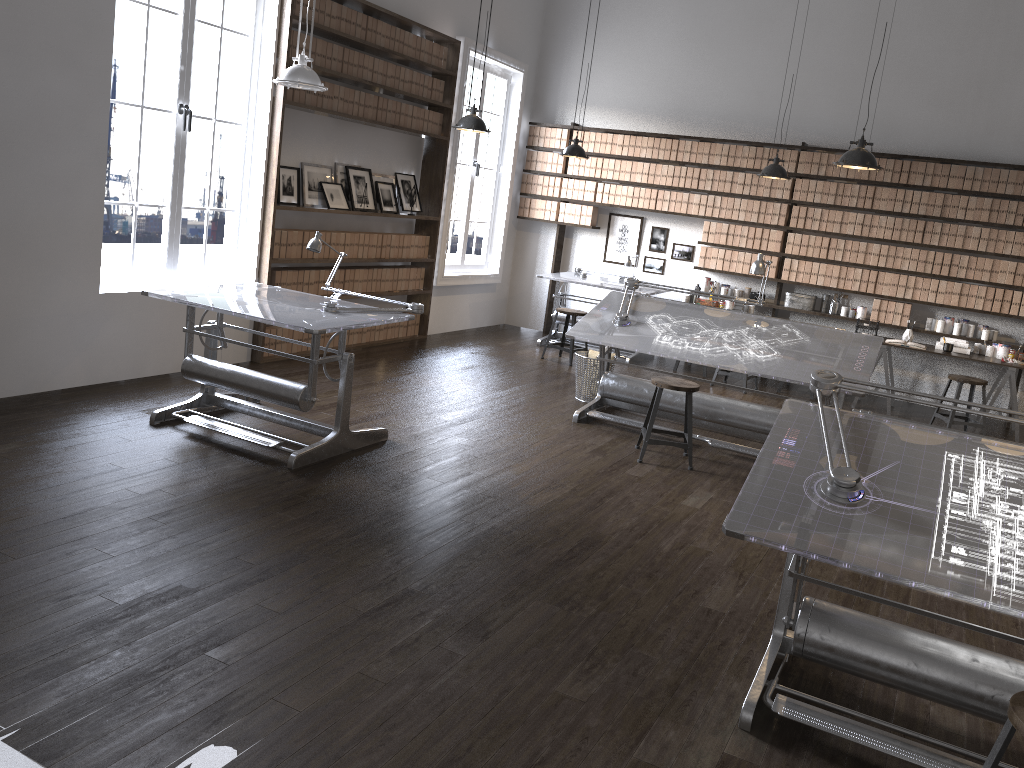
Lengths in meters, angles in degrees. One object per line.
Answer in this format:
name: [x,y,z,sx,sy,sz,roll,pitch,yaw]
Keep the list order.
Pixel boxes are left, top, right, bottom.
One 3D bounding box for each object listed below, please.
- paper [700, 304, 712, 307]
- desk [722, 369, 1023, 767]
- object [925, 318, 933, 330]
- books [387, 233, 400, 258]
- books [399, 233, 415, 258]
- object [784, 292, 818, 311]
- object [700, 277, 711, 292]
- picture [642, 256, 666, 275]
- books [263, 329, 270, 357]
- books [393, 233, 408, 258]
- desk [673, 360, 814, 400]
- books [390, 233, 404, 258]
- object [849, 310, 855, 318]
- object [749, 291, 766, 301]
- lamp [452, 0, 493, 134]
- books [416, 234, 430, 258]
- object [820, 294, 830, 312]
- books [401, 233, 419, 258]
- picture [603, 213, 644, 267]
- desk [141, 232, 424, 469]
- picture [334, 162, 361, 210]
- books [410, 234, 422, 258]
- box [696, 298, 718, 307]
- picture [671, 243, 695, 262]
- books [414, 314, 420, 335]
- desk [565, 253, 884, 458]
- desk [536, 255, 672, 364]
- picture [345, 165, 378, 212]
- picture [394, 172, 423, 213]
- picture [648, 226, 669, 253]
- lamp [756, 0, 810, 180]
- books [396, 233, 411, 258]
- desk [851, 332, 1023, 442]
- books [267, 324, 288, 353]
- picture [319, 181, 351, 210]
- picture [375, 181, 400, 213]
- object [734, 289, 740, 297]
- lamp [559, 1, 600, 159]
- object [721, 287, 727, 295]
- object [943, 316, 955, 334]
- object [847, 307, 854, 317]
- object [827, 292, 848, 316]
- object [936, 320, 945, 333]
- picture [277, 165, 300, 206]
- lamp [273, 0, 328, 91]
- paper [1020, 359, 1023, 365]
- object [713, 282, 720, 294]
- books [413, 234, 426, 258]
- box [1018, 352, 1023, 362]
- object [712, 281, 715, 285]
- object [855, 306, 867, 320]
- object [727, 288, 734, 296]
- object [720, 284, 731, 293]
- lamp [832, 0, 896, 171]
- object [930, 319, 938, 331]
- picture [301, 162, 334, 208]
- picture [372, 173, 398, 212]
paper: [2.007,-0.801,9.245,0.155,0.038,0.138,10,12,11]
desk: [1.814,0.525,2.778,2.077,1.375,1.081,13,11,25]
object: [4.105,-0.589,8.709,0.062,0.118,0.062,3,10,-23]
books: [-1.192,-1.347,8.609,0.175,0.224,0.067,12,10,26]
books: [-1.069,-1.381,8.846,0.175,0.224,0.067,12,10,26]
object: [3.007,-0.862,9.237,0.318,0.151,0.194,13,12,25]
object: [2.094,-1.071,9.609,0.107,0.175,0.108,12,11,27]
picture: [1.614,-1.348,10.064,0.252,0.182,0.023,13,10,25]
books: [-2.066,-0.347,7.215,0.175,0.224,0.067,12,10,25]
books: [-1.124,-1.364,8.729,0.175,0.224,0.067,12,10,25]
desk: [2.459,-0.351,9.107,1.675,0.664,0.658,13,12,25]
books: [-1.160,-1.356,8.672,0.175,0.224,0.067,12,10,26]
object: [3.482,-0.720,9.018,0.062,0.092,0.181,15,14,39]
object: [2.600,-0.927,9.395,0.171,0.108,0.091,13,11,25]
lamp: [-0.174,-3.071,6.742,0.311,2.234,0.315,8,9,5]
books: [-0.943,-1.415,9.086,0.175,0.224,0.067,12,10,26]
object: [3.255,-0.836,9.212,0.079,0.187,0.079,8,9,5]
books: [-1.037,-1.389,8.904,0.175,0.224,0.067,12,10,25]
picture: [1.280,-1.660,10.195,0.417,0.570,0.040,12,10,26]
desk: [-1.301,-0.304,5.267,1.274,1.179,1.176,12,12,25]
picture: [-1.474,-1.779,8.005,0.091,0.402,0.371,12,11,25]
books: [-1.009,-1.399,8.968,0.175,0.224,0.067,12,10,26]
box: [2.066,-0.849,9.385,0.213,0.082,0.138,13,12,25]
picture: [1.910,-1.471,9.902,0.252,0.182,0.023,13,10,25]
books: [-1.054,-0.634,9.204,0.175,0.224,0.067,12,10,26]
desk: [1.449,-0.303,6.490,2.289,1.375,1.081,13,11,25]
desk: [1.029,-0.896,9.751,1.274,1.089,1.076,13,12,25]
picture: [-1.372,-1.778,8.094,0.149,0.388,0.375,12,11,25]
picture: [-1.028,-1.902,8.811,0.161,0.361,0.344,12,11,25]
picture: [1.661,-1.631,10.016,0.202,0.282,0.022,12,10,25]
lamp: [2.478,-2.933,7.729,0.311,2.234,0.315,8,9,5]
books: [-1.098,-1.374,8.790,0.175,0.224,0.067,12,10,26]
desk: [4.017,0.012,8.346,1.675,0.664,0.658,13,12,25]
books: [-1.967,-0.374,7.402,0.175,0.224,0.067,12,10,25]
picture: [-1.542,-1.639,7.734,0.145,0.227,0.301,12,12,25]
picture: [-1.194,-1.784,8.485,0.127,0.288,0.291,12,11,25]
object: [2.412,-0.965,9.501,0.062,0.093,0.062,9,10,11]
lamp: [0.756,-3.333,8.565,0.311,2.234,0.315,8,9,5]
object: [2.278,-0.988,9.525,0.062,0.093,0.062,9,10,11]
object: [4.252,-0.571,8.637,0.095,0.160,0.094,11,10,22]
object: [3.452,-0.735,9.051,0.062,0.093,0.064,5,10,-12]
object: [3.351,-0.843,9.074,0.181,0.269,0.157,9,10,10]
object: [4.153,-0.556,8.583,0.062,0.118,0.062,5,10,-14]
picture: [-1.847,-1.638,7.321,0.058,0.312,0.268,12,11,25]
lamp: [-1.079,-2.812,4.948,0.311,2.234,0.315,8,9,5]
paper: [4.653,-0.184,7.954,0.156,0.038,0.138,17,15,39]
object: [2.217,-1.042,9.634,0.070,0.129,0.071,3,11,-26]
books: [-0.979,-1.408,9.031,0.175,0.224,0.067,12,10,26]
box: [4.748,-0.286,8.070,0.213,0.205,0.138,13,11,26]
object: [2.198,-1.060,9.710,0.071,0.128,0.072,4,10,-17]
object: [3.530,-0.717,8.950,0.095,0.127,0.094,14,12,32]
object: [2.346,-0.975,9.509,0.063,0.093,0.063,9,10,11]
object: [2.318,-1.017,9.628,0.094,0.127,0.095,1,12,-33]
lamp: [2.357,-2.481,5.506,0.313,2.234,0.313,-1,12,-43]
object: [4.124,-0.573,8.646,0.063,0.117,0.063,3,10,-23]
picture: [-1.667,-1.704,7.624,0.083,0.362,0.417,12,11,25]
picture: [-1.232,-1.824,8.486,0.095,0.358,0.436,12,11,25]
